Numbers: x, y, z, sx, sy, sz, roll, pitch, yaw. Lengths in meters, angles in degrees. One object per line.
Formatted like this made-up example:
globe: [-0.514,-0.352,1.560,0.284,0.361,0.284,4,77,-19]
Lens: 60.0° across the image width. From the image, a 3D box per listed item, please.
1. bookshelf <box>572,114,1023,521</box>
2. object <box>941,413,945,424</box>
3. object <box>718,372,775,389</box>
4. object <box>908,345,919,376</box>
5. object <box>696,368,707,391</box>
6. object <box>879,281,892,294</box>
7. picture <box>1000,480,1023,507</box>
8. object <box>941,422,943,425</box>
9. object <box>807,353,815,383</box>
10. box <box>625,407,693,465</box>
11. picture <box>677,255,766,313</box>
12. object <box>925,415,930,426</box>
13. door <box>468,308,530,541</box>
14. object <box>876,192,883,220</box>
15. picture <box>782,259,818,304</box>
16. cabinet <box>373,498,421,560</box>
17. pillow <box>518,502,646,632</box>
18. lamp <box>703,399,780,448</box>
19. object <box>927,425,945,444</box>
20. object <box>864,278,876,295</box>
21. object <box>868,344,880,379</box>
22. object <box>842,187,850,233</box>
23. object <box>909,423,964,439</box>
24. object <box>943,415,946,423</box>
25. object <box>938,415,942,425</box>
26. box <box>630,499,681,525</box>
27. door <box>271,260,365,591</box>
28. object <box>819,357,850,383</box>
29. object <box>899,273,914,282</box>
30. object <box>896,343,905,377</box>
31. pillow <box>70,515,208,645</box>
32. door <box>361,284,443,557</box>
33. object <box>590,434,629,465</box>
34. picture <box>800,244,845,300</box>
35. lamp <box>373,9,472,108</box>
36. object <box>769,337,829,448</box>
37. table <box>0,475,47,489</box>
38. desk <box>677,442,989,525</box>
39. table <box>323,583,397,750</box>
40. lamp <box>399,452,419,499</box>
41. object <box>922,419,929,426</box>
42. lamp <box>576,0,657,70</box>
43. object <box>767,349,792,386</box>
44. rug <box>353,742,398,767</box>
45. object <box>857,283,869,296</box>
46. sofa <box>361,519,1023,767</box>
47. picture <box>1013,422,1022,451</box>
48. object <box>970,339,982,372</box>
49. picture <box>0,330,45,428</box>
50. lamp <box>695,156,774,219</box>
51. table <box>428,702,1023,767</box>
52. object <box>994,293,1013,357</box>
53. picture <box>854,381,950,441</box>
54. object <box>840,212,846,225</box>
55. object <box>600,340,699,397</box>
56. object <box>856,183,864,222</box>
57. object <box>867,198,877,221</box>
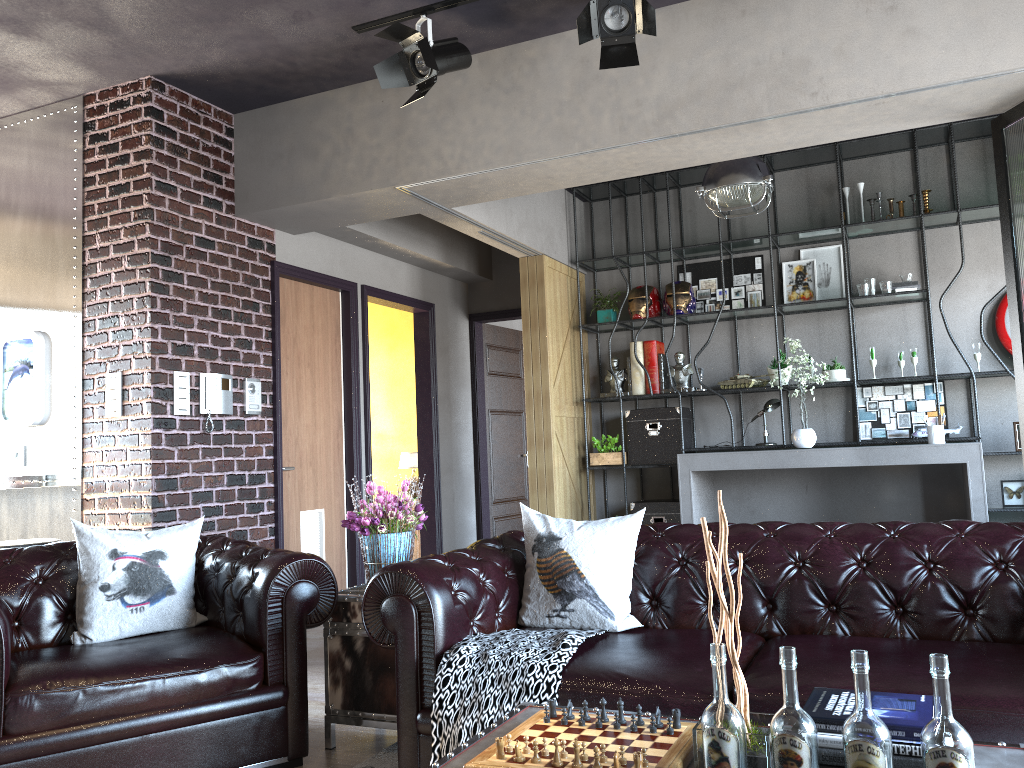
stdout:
bookshelf: [2.734,-0.254,7.029,4.481,3.287,0.526,-5,-6,24]
object: [3.103,0.303,6.403,0.052,0.186,0.009,-5,-6,26]
object: [1.961,-0.043,7.355,0.206,0.170,0.576,0,-5,-31]
object: [3.070,-0.174,6.766,0.113,0.247,0.113,-7,-7,43]
object: [1.575,-0.038,7.408,0.093,0.200,0.093,-4,-6,19]
object: [2.879,-0.735,6.821,0.092,0.099,0.092,-1,-5,-18]
picture: [3.670,0.797,6.470,0.172,0.191,0.036,-5,-6,24]
object: [3.076,0.344,6.381,0.068,0.160,0.009,-6,-7,37]
object: [2.456,-0.122,7.277,0.113,0.274,0.113,-2,-5,-9]
box: [1.273,0.447,7.635,0.488,0.481,0.373,-5,-5,24]
picture: [1.821,-0.837,7.733,0.749,0.504,0.058,-5,-6,24]
object: [3.038,0.328,6.442,0.023,0.203,0.046,1,-6,-29]
door: [0.357,0.562,9.018,1.149,2.547,1.127,-5,-6,24]
object: [2.883,-1.375,6.943,0.100,0.244,0.100,-6,-6,33]
picture: [2.400,-0.829,7.387,0.267,0.414,0.101,-5,-6,24]
cabinet: [-1.340,1.490,8.567,1.431,0.751,0.408,-4,-6,24]
pillow: [0.259,0.691,3.424,0.528,0.469,0.283,-5,-6,27]
lamp: [1.926,0.330,7.373,0.204,0.371,0.739,2,-6,-41]
object: [3.060,0.368,6.399,0.110,0.137,0.110,-6,-6,34]
object: [2.817,-0.749,6.965,0.087,0.155,0.087,-6,-6,37]
object: [2.790,-0.170,6.852,0.113,0.275,0.113,-5,-6,28]
object: [2.758,-1.417,7.279,0.128,0.391,0.128,-2,-5,-7]
object: [3.201,0.361,6.778,0.351,0.112,0.379,1,-5,-33]
object: [3.098,0.310,6.390,0.062,0.169,0.009,-5,-6,24]
object: [3.098,0.324,6.423,0.037,0.204,0.023,0,-6,-26]
box: [1.305,1.229,7.562,0.488,0.481,0.373,-5,-5,24]
door: [-1.482,0.443,6.517,0.219,2.543,1.002,-5,-6,24]
object: [2.555,-0.114,7.045,0.235,0.213,0.235,-1,-5,-20]
object: [3.103,-0.827,6.970,0.103,0.068,0.103,-4,-5,17]
object: [3.090,-0.181,7.045,0.113,0.302,0.113,-7,-7,43]
pillow: [-1.547,0.793,3.709,0.541,0.503,0.290,0,-6,-28]
door: [-1.395,0.535,7.758,1.098,2.547,1.149,-5,-6,24]
object: [0.834,0.564,7.655,0.304,0.265,0.180,-5,-6,24]
picture: [2.577,-0.889,7.357,0.331,0.515,0.119,-5,-6,24]
lamp: [-0.436,-1.691,4.640,0.359,0.513,0.559,-7,-7,44]
object: [2.191,0.054,6.691,0.398,0.853,0.420,-1,-5,-19]
table: [-3.365,1.091,4.734,0.656,1.131,1.597,-5,-5,24]
desk: [2.457,0.941,6.878,2.128,0.887,0.844,-4,-5,24]
table: [-0.494,1.149,3.659,0.417,0.610,0.405,-5,-6,24]
lamp: [-0.913,1.171,8.399,0.291,1.046,0.440,-2,-5,-2]
object: [3.045,0.335,6.423,0.137,0.190,0.009,-5,-6,27]
lamp: [0.498,-1.757,4.220,0.359,0.526,0.540,-3,-5,9]
object: [2.176,-0.133,7.199,0.136,0.305,0.193,1,-6,-32]
rug: [0.383,1.322,2.467,2.473,0.003,2.252,-4,-5,24]
object: [2.731,-0.723,6.888,0.092,0.099,0.092,0,-6,-28]
sofa: [0.869,0.930,3.053,2.565,0.839,1.238,-4,-5,24]
picture: [3.771,0.370,6.341,0.313,0.212,0.049,-5,-6,24]
object: [3.518,-0.210,6.704,0.113,0.270,0.113,-4,-5,13]
picture: [-3.074,-0.030,5.532,0.411,0.600,0.047,-5,-6,24]
lamp: [1.505,-1.737,6.150,0.534,1.150,0.515,-3,-5,2]
table: [0.463,1.039,1.859,1.254,0.470,0.683,-4,-5,24]
object: [4.040,-0.470,6.640,0.750,0.740,0.185,-5,-6,25]
picture: [3.083,0.218,7.039,0.665,0.448,0.051,-5,-6,24]
object: [2.632,-1.299,7.049,0.135,0.129,0.135,-2,-5,-3]
object: [1.186,-0.129,7.713,0.833,0.467,0.289,-5,-6,24]
object: [2.831,-1.429,7.168,0.128,0.391,0.128,-1,-5,-16]
object: [2.860,-1.362,7.032,0.084,0.233,0.084,2,-7,-38]
